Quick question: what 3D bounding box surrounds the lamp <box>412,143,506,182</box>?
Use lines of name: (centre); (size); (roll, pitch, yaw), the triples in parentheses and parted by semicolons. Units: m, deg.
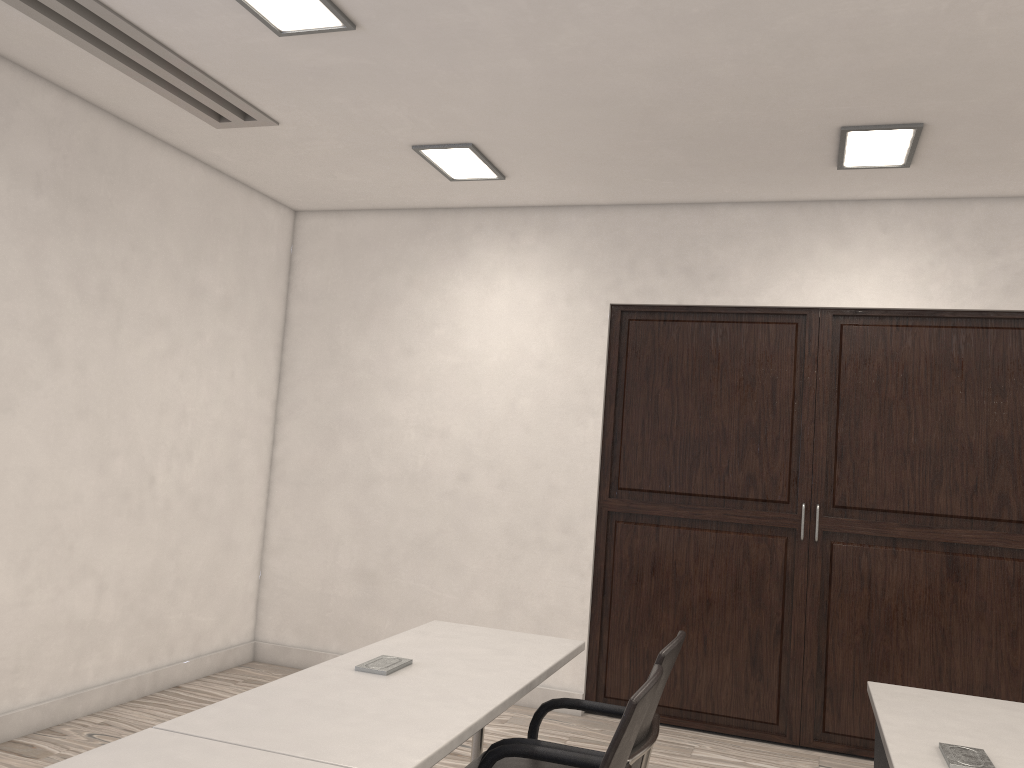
lamp: (-0.266, -1.211, 4.667); (0.324, 0.120, 0.519); (3, -5, 19)

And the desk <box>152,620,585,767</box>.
desk: (-0.280, 1.196, 2.459); (0.577, 0.795, 1.509); (3, -5, 19)

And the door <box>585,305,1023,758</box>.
door: (1.607, 0.745, 4.783); (2.329, 2.323, 0.200); (3, -5, 19)

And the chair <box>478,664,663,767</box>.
chair: (0.004, 1.114, 2.095); (0.638, 0.939, 0.513); (3, -5, 18)

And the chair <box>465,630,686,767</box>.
chair: (0.154, 1.167, 2.592); (0.638, 0.939, 0.513); (3, -5, 19)

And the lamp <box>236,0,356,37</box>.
lamp: (-0.801, -1.387, 3.050); (0.324, 0.120, 0.519); (3, -5, 19)

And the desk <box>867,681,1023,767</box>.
desk: (1.138, 1.263, 1.983); (0.577, 0.795, 1.509); (3, -5, 19)

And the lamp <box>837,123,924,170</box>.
lamp: (1.658, -1.120, 4.021); (0.324, 0.120, 0.519); (3, -5, 19)

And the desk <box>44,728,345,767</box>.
desk: (-0.752, 1.040, 1.030); (0.577, 0.795, 1.509); (3, -5, 19)
